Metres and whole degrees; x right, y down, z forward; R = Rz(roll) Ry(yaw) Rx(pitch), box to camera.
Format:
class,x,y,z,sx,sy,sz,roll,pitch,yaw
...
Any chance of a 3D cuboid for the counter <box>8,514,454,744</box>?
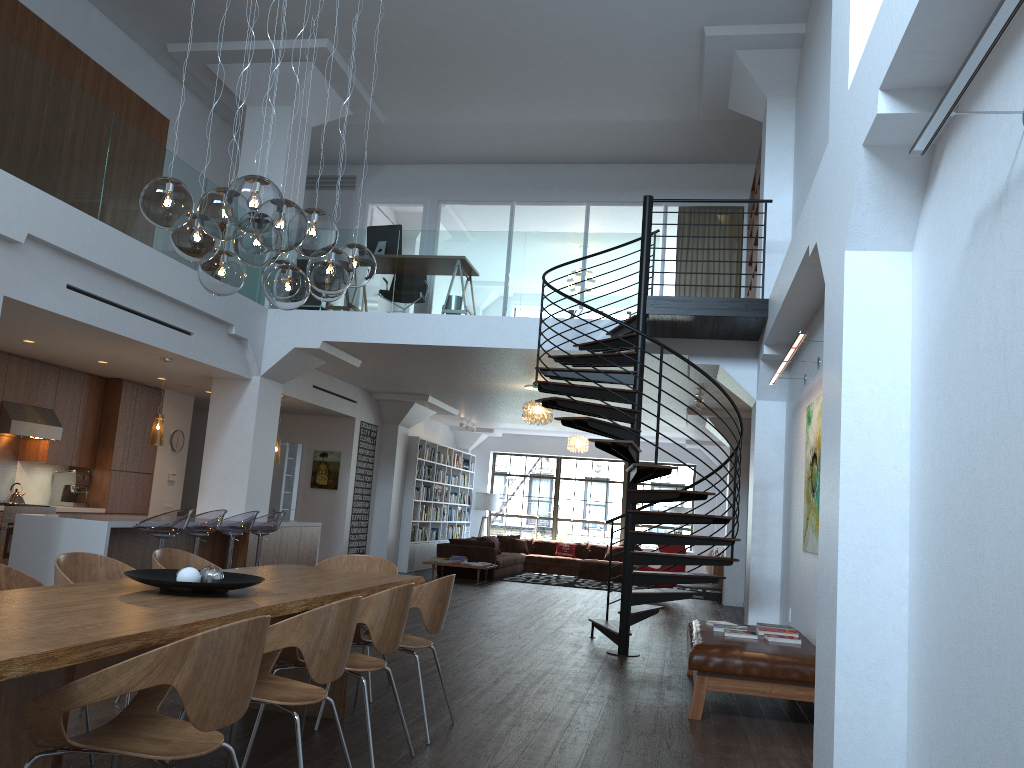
class,x,y,z,sx,sy,sz,roll,pitch,yaw
counter,-2.882,1.719,8.033,3.039,0.860,8.182,7,-9,-18

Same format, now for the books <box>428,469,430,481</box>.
class,x,y,z,sx,sy,sz,roll,pitch,yaw
books,-1.644,1.720,16.827,0.161,0.223,0.032,3,-8,11

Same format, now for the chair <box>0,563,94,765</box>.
class,x,y,z,sx,sy,sz,roll,pitch,yaw
chair,-2.105,1.155,3.622,0.618,0.833,0.629,3,-8,11

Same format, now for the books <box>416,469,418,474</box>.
class,x,y,z,sx,sy,sz,roll,pitch,yaw
books,-1.798,1.611,16.000,0.161,0.182,0.170,3,-8,11

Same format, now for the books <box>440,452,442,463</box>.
class,x,y,z,sx,sy,sz,roll,pitch,yaw
books,-1.483,1.468,17.616,0.158,0.226,0.052,3,-8,11

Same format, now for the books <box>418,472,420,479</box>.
class,x,y,z,sx,sy,sz,roll,pitch,yaw
books,-1.771,1.610,16.184,0.172,0.239,0.093,3,-8,11

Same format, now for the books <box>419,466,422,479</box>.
class,x,y,z,sx,sy,sz,roll,pitch,yaw
books,-1.757,1.615,16.221,0.174,0.242,0.105,3,-8,11

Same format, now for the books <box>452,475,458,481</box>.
class,x,y,z,sx,sy,sz,roll,pitch,yaw
books,-1.236,2.058,18.979,0.140,0.231,0.042,3,-8,11

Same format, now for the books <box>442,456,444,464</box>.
class,x,y,z,sx,sy,sz,roll,pitch,yaw
books,-1.440,1.521,17.789,0.128,0.178,0.022,3,-8,11

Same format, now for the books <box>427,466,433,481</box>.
class,x,y,z,sx,sy,sz,roll,pitch,yaw
books,-1.629,1.718,17.020,0.198,0.284,0.049,3,-8,11

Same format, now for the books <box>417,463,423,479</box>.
class,x,y,z,sx,sy,sz,roll,pitch,yaw
books,-1.733,1.604,16.298,0.176,0.290,0.053,3,-8,11

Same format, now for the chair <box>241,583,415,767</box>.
class,x,y,z,sx,sy,sz,roll,pitch,yaw
chair,-0.790,1.329,4.135,0.618,0.833,0.629,2,-8,13

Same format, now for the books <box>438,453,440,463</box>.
class,x,y,z,sx,sy,sz,roll,pitch,yaw
books,-1.500,1.460,17.483,0.146,0.202,0.027,3,-8,11

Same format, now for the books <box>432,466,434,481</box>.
class,x,y,z,sx,sy,sz,roll,pitch,yaw
books,-1.603,1.724,17.068,0.176,0.291,0.053,3,-8,11

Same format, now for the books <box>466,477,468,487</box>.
class,x,y,z,sx,sy,sz,roll,pitch,yaw
books,-1.077,2.188,19.765,0.161,0.223,0.026,3,-8,11

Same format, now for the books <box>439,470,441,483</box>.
class,x,y,z,sx,sy,sz,roll,pitch,yaw
books,-1.501,1.829,17.589,0.170,0.245,0.057,3,-8,11

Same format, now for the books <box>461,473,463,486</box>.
class,x,y,z,sx,sy,sz,roll,pitch,yaw
books,-1.171,2.078,19.292,0.176,0.290,0.053,3,-8,11

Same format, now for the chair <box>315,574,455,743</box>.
class,x,y,z,sx,sy,sz,roll,pitch,yaw
chair,-0.641,1.446,4.879,0.617,0.830,0.629,3,-8,11

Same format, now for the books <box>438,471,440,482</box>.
class,x,y,z,sx,sy,sz,roll,pitch,yaw
books,-1.515,1.826,17.495,0.161,0.223,0.026,3,-8,11

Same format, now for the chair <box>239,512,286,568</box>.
class,x,y,z,sx,sy,sz,roll,pitch,yaw
chair,-2.751,1.876,9.609,0.481,1.014,0.530,2,-8,13

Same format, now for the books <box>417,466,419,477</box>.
class,x,y,z,sx,sy,sz,roll,pitch,yaw
books,-1.778,1.603,16.108,0.152,0.232,0.104,3,-8,11

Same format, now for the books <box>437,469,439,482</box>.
class,x,y,z,sx,sy,sz,roll,pitch,yaw
books,-1.532,1.795,17.397,0.182,0.253,0.034,3,-8,11

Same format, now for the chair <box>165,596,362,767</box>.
class,x,y,z,sx,sy,sz,roll,pitch,yaw
chair,-0.914,1.212,3.390,0.618,0.833,0.629,3,-8,11

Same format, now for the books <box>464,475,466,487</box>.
class,x,y,z,sx,sy,sz,roll,pitch,yaw
books,-1.121,2.134,19.519,0.183,0.253,0.034,3,-8,11

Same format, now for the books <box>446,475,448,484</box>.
class,x,y,z,sx,sy,sz,roll,pitch,yaw
books,-1.387,1.957,18.150,0.126,0.173,0.032,3,-8,11

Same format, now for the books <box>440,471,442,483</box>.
class,x,y,z,sx,sy,sz,roll,pitch,yaw
books,-1.488,1.840,17.638,0.174,0.239,0.045,3,-8,11

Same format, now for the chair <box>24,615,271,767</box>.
class,x,y,z,sx,sy,sz,roll,pitch,yaw
chair,-1.072,1.091,2.635,0.618,0.833,0.629,3,-8,11

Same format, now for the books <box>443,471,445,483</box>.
class,x,y,z,sx,sy,sz,roll,pitch,yaw
books,-1.444,1.868,17.842,0.159,0.250,0.026,3,-8,11

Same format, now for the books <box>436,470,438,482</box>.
class,x,y,z,sx,sy,sz,roll,pitch,yaw
books,-1.550,1.787,17.298,0.174,0.239,0.045,3,-8,11

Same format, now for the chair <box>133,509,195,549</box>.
class,x,y,z,sx,sy,sz,roll,pitch,yaw
chair,-3.095,1.583,7.764,0.481,1.014,0.530,2,-8,13

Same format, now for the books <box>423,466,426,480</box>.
class,x,y,z,sx,sy,sz,roll,pitch,yaw
books,-1.705,1.662,16.564,0.183,0.253,0.042,3,-8,11

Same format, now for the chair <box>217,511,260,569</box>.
class,x,y,z,sx,sy,sz,roll,pitch,yaw
chair,-2.869,1.778,8.997,0.481,1.014,0.530,3,-8,9

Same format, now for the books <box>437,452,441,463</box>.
class,x,y,z,sx,sy,sz,roll,pitch,yaw
books,-1.487,1.459,17.568,0.140,0.231,0.042,3,-8,11

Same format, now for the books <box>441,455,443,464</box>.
class,x,y,z,sx,sy,sz,roll,pitch,yaw
books,-1.460,1.500,17.699,0.139,0.191,0.036,3,-8,11

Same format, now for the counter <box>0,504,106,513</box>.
class,x,y,z,sx,sy,sz,roll,pitch,yaw
counter,-5.739,1.219,8.915,0.600,0.050,4.387,3,-8,11

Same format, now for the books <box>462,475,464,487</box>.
class,x,y,z,sx,sy,sz,roll,pitch,yaw
books,-1.153,2.109,19.363,0.183,0.253,0.034,3,-8,11

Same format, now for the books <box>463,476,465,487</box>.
class,x,y,z,sx,sy,sz,roll,pitch,yaw
books,-1.140,2.134,19.482,0.174,0.240,0.045,3,-8,11

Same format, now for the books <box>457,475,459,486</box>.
class,x,y,z,sx,sy,sz,roll,pitch,yaw
books,-1.230,2.067,19.026,0.158,0.226,0.052,3,-8,11

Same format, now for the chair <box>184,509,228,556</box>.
class,x,y,z,sx,sy,sz,roll,pitch,yaw
chair,-3.004,1.679,8.383,0.481,1.014,0.530,3,-8,9

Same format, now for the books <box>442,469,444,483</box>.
class,x,y,z,sx,sy,sz,roll,pitch,yaw
books,-1.470,1.839,17.776,0.197,0.283,0.065,3,-8,11

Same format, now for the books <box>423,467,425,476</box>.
class,x,y,z,sx,sy,sz,roll,pitch,yaw
books,-1.723,1.658,16.475,0.174,0.236,0.142,3,-8,12

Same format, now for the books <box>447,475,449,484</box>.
class,x,y,z,sx,sy,sz,roll,pitch,yaw
books,-1.378,1.956,18.206,0.139,0.191,0.036,3,-8,11

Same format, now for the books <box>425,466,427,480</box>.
class,x,y,z,sx,sy,sz,roll,pitch,yaw
books,-1.694,1.673,16.649,0.180,0.259,0.042,3,-8,11

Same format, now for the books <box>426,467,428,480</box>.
class,x,y,z,sx,sy,sz,roll,pitch,yaw
books,-1.674,1.691,16.724,0.171,0.246,0.039,3,-8,11

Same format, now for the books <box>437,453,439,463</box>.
class,x,y,z,sx,sy,sz,roll,pitch,yaw
books,-1.511,1.448,17.402,0.146,0.202,0.027,3,-8,11

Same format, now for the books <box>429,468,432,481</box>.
class,x,y,z,sx,sy,sz,roll,pitch,yaw
books,-1.634,1.724,16.903,0.174,0.240,0.054,3,-8,11

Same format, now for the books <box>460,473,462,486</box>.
class,x,y,z,sx,sy,sz,roll,pitch,yaw
books,-1.200,2.064,19.186,0.198,0.284,0.066,3,-8,11

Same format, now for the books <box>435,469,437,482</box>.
class,x,y,z,sx,sy,sz,roll,pitch,yaw
books,-1.560,1.769,17.227,0.182,0.253,0.034,3,-8,11

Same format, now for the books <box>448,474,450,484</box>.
class,x,y,z,sx,sy,sz,roll,pitch,yaw
books,-1.364,1.960,18.264,0.146,0.202,0.027,3,-8,11

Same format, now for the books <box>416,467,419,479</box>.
class,x,y,z,sx,sy,sz,roll,pitch,yaw
books,-1.788,1.605,16.080,0.161,0.218,0.101,3,-8,11

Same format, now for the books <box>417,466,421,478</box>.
class,x,y,z,sx,sy,sz,roll,pitch,yaw
books,-1.769,1.606,16.139,0.172,0.235,0.112,3,-8,11

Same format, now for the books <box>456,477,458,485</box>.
class,x,y,z,sx,sy,sz,roll,pitch,yaw
books,-1.240,2.071,18.936,0.139,0.191,0.036,3,-8,11

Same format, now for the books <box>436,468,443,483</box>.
class,x,y,z,sx,sy,sz,roll,pitch,yaw
books,-1.477,1.827,17.717,0.176,0.290,0.053,3,-8,11

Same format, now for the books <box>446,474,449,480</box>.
class,x,y,z,sx,sy,sz,roll,pitch,yaw
books,-1.377,1.956,18.239,0.146,0.202,0.027,3,-8,11

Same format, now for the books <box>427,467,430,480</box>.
class,x,y,z,sx,sy,sz,roll,pitch,yaw
books,-1.664,1.699,16.796,0.183,0.253,0.042,3,-8,11
